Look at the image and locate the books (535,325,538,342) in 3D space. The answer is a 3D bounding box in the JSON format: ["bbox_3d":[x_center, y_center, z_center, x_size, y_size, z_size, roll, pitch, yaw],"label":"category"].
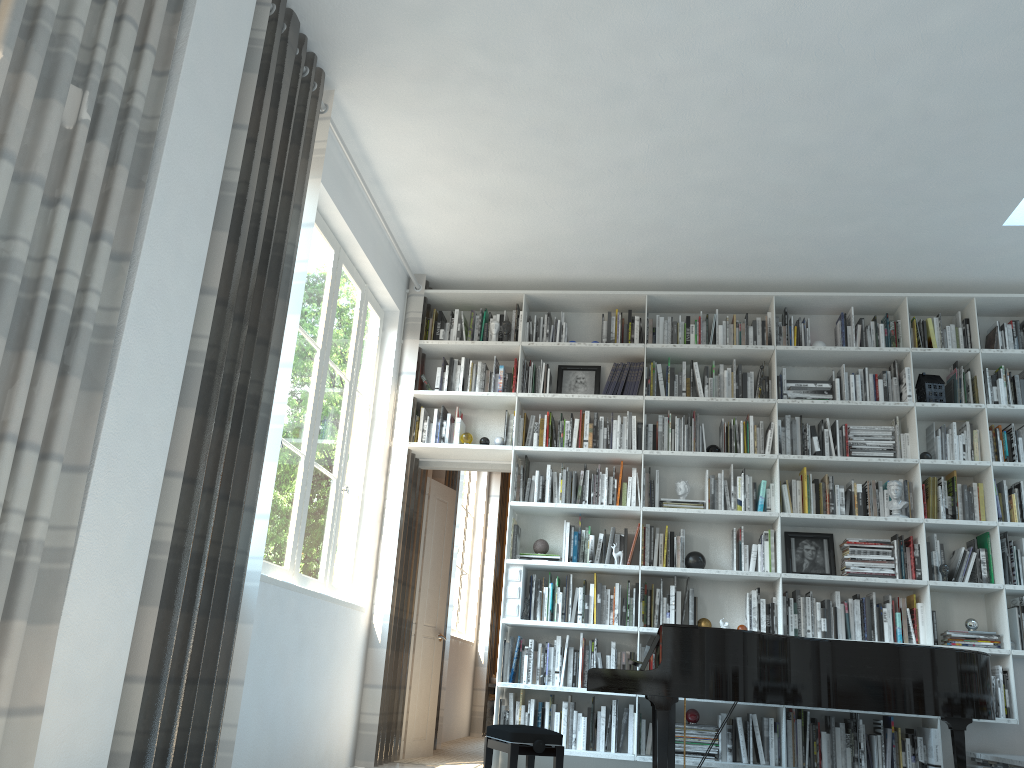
[{"bbox_3d":[0.182,-0.304,6.262,0.017,0.193,0.129,1,-19,8],"label":"books"}]

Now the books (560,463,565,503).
[{"bbox_3d":[0.336,0.689,5.885,0.011,0.292,0.184,1,-19,8],"label":"books"}]

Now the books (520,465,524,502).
[{"bbox_3d":[0.073,0.692,5.908,0.027,0.265,0.176,1,-19,8],"label":"books"}]

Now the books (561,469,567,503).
[{"bbox_3d":[0.349,0.708,5.868,0.021,0.246,0.189,1,-19,8],"label":"books"}]

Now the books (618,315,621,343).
[{"bbox_3d":[0.750,-0.331,6.171,0.010,0.262,0.157,1,-19,8],"label":"books"}]

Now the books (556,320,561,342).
[{"bbox_3d":[0.329,-0.318,6.220,0.021,0.213,0.174,1,-19,8],"label":"books"}]

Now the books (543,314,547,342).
[{"bbox_3d":[0.241,-0.340,6.249,0.016,0.260,0.154,1,-19,8],"label":"books"}]

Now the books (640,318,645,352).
[{"bbox_3d":[0.904,-0.315,6.166,0.039,0.251,0.147,1,-19,8],"label":"books"}]

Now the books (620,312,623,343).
[{"bbox_3d":[0.761,-0.335,6.172,0.011,0.273,0.184,1,-19,8],"label":"books"}]

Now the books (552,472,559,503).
[{"bbox_3d":[0.293,0.719,5.904,0.049,0.242,0.140,1,-18,8],"label":"books"}]

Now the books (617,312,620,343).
[{"bbox_3d":[0.741,-0.336,6.187,0.013,0.282,0.167,1,-19,8],"label":"books"}]

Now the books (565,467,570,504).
[{"bbox_3d":[0.368,0.704,5.886,0.011,0.270,0.158,1,-19,8],"label":"books"}]

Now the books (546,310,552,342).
[{"bbox_3d":[0.262,-0.353,6.233,0.015,0.278,0.191,1,-19,8],"label":"books"}]

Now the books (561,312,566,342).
[{"bbox_3d":[0.360,-0.345,6.259,0.015,0.292,0.131,1,-18,8],"label":"books"}]

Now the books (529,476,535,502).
[{"bbox_3d":[0.141,0.728,5.910,0.042,0.208,0.144,1,-19,8],"label":"books"}]

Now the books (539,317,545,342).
[{"bbox_3d":[0.212,-0.331,6.254,0.016,0.242,0.157,1,-19,8],"label":"books"}]

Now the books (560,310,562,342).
[{"bbox_3d":[0.349,-0.353,6.251,0.007,0.300,0.146,1,-18,8],"label":"books"}]

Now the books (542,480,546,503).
[{"bbox_3d":[0.223,0.746,5.912,0.021,0.187,0.129,1,-19,8],"label":"books"}]

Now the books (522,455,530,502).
[{"bbox_3d":[0.094,0.660,5.913,0.012,0.332,0.185,1,-18,8],"label":"books"}]

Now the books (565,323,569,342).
[{"bbox_3d":[0.384,-0.307,6.235,0.013,0.209,0.137,1,-19,8],"label":"books"}]

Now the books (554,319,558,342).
[{"bbox_3d":[0.313,-0.319,6.230,0.013,0.219,0.182,1,-19,8],"label":"books"}]

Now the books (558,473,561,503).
[{"bbox_3d":[0.321,0.719,5.879,0.014,0.229,0.149,1,-19,8],"label":"books"}]

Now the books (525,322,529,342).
[{"bbox_3d":[0.113,-0.314,6.262,0.017,0.203,0.143,1,-19,8],"label":"books"}]

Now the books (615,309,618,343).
[{"bbox_3d":[0.731,-0.349,6.209,0.014,0.319,0.137,1,-18,8],"label":"books"}]

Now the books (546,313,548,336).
[{"bbox_3d":[0.252,-0.345,6.248,0.007,0.271,0.155,1,-18,8],"label":"books"}]

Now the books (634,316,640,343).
[{"bbox_3d":[0.866,-0.322,6.158,0.031,0.253,0.179,1,-19,8],"label":"books"}]

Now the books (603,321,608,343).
[{"bbox_3d":[0.652,-0.309,6.185,0.028,0.217,0.153,1,-19,8],"label":"books"}]

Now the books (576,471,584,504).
[{"bbox_3d":[0.454,0.715,5.880,0.048,0.255,0.142,1,-18,8],"label":"books"}]

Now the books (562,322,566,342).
[{"bbox_3d":[0.369,-0.307,6.227,0.014,0.201,0.171,1,-19,8],"label":"books"}]

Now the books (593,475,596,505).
[{"bbox_3d":[0.548,0.728,5.853,0.013,0.227,0.152,1,-19,8],"label":"books"}]

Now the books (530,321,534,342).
[{"bbox_3d":[0.145,-0.315,6.264,0.032,0.209,0.159,1,-19,8],"label":"books"}]

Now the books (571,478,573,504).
[{"bbox_3d":[0.401,0.739,5.881,0.010,0.203,0.139,1,-19,8],"label":"books"}]

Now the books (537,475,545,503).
[{"bbox_3d":[0.194,0.723,5.876,0.028,0.203,0.189,1,-19,8],"label":"books"}]

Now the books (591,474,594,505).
[{"bbox_3d":[0.534,0.723,5.844,0.013,0.228,0.177,1,-19,8],"label":"books"}]

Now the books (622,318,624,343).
[{"bbox_3d":[0.775,-0.316,6.195,0.013,0.253,0.130,1,-18,8],"label":"books"}]

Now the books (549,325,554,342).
[{"bbox_3d":[0.281,-0.301,6.233,0.026,0.182,0.162,1,-19,8],"label":"books"}]

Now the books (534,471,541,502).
[{"bbox_3d":[0.171,0.711,5.894,0.022,0.235,0.178,1,-19,8],"label":"books"}]

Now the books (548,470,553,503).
[{"bbox_3d":[0.260,0.709,5.886,0.011,0.245,0.177,1,-19,8],"label":"books"}]

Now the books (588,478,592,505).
[{"bbox_3d":[0.518,0.739,5.856,0.021,0.204,0.130,1,-19,8],"label":"books"}]

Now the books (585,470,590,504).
[{"bbox_3d":[0.499,0.714,5.867,0.021,0.255,0.156,1,-19,8],"label":"books"}]

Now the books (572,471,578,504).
[{"bbox_3d":[0.416,0.715,5.867,0.023,0.241,0.185,1,-19,8],"label":"books"}]

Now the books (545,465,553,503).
[{"bbox_3d":[0.245,0.695,5.902,0.023,0.280,0.174,1,-19,8],"label":"books"}]

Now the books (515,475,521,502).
[{"bbox_3d":[0.050,0.724,5.919,0.026,0.208,0.155,1,-19,8],"label":"books"}]

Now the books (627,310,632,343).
[{"bbox_3d":[0.817,-0.347,6.162,0.025,0.296,0.164,1,-18,8],"label":"books"}]

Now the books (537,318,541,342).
[{"bbox_3d":[0.196,-0.324,6.249,0.013,0.224,0.177,1,-19,8],"label":"books"}]

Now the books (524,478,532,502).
[{"bbox_3d":[0.114,0.734,5.892,0.037,0.181,0.189,1,-19,8],"label":"books"}]

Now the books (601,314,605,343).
[{"bbox_3d":[0.635,-0.334,6.208,0.013,0.277,0.151,1,-18,8],"label":"books"}]

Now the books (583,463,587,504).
[{"bbox_3d":[0.483,0.690,5.866,0.013,0.298,0.152,1,-18,8],"label":"books"}]

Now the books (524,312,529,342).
[{"bbox_3d":[0.106,-0.350,6.285,0.007,0.284,0.160,1,-18,8],"label":"books"}]

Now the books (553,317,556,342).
[{"bbox_3d":[0.303,-0.332,6.246,0.013,0.252,0.129,1,-18,8],"label":"books"}]

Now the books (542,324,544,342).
[{"bbox_3d":[0.226,-0.303,6.253,0.014,0.191,0.147,1,-19,8],"label":"books"}]

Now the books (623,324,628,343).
[{"bbox_3d":[0.789,-0.293,6.159,0.027,0.189,0.178,1,-19,8],"label":"books"}]

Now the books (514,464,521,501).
[{"bbox_3d":[0.035,0.691,5.942,0.012,0.284,0.160,1,-18,8],"label":"books"}]

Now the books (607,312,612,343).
[{"bbox_3d":[0.679,-0.339,6.186,0.024,0.278,0.188,1,-19,8],"label":"books"}]

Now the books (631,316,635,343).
[{"bbox_3d":[0.842,-0.321,6.175,0.022,0.259,0.152,1,-19,8],"label":"books"}]

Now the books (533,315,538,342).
[{"bbox_3d":[0.168,-0.335,6.259,0.012,0.248,0.180,1,-19,8],"label":"books"}]

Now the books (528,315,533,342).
[{"bbox_3d":[0.128,-0.338,6.275,0.007,0.258,0.157,1,-19,8],"label":"books"}]

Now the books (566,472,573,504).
[{"bbox_3d":[0.382,0.714,5.863,0.024,0.236,0.167,1,-19,8],"label":"books"}]

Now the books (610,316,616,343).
[{"bbox_3d":[0.704,-0.325,6.176,0.028,0.248,0.156,1,-19,8],"label":"books"}]
